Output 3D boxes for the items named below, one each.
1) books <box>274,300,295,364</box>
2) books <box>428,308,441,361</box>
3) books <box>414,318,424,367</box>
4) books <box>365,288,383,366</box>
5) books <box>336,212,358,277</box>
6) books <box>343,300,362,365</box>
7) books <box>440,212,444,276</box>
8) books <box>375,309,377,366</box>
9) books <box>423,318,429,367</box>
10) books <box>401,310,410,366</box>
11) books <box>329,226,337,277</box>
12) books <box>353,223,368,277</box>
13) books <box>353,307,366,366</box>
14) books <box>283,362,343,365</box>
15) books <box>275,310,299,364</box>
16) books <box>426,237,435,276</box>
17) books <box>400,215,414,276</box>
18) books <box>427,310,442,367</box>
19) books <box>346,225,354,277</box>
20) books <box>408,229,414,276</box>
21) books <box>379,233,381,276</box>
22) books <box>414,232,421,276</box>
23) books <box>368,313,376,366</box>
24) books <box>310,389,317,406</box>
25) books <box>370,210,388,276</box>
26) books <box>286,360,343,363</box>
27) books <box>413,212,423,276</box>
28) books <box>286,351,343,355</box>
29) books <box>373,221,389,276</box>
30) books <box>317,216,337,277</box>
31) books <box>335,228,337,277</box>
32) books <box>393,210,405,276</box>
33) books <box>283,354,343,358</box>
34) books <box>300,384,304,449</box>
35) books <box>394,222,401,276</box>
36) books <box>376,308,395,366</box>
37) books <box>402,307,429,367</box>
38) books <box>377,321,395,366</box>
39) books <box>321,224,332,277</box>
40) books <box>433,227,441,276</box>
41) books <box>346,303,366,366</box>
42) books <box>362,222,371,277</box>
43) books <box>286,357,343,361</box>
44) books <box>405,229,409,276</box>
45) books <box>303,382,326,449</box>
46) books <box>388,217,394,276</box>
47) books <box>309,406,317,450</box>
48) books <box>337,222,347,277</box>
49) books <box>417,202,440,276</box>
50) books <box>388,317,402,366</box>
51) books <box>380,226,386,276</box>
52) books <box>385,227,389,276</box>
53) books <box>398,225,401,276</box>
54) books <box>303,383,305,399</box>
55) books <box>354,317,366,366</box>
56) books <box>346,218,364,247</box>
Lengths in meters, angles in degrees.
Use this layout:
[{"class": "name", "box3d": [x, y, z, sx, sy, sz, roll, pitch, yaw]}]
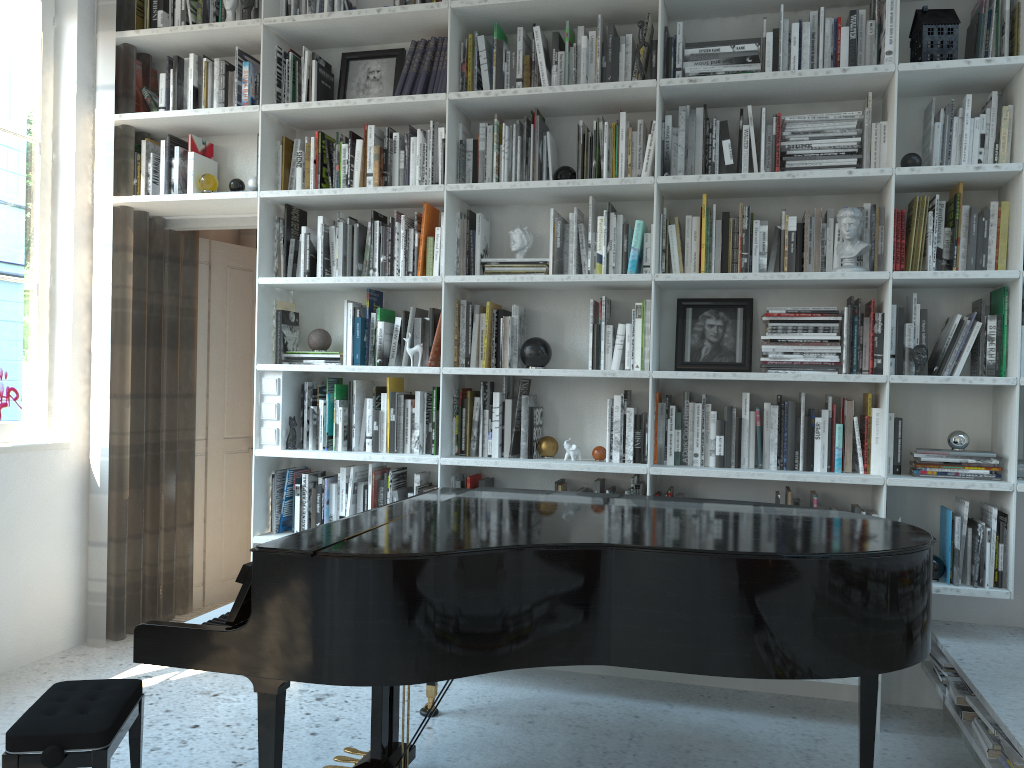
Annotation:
[{"class": "books", "box3d": [-1.025, -0.227, 3.995, 0.012, 0.285, 0.159, 1, 0, 15]}, {"class": "books", "box3d": [-0.320, -0.194, 3.803, 0.021, 0.251, 0.154, 1, 0, 15]}, {"class": "books", "box3d": [-0.375, -0.173, 3.804, 0.030, 0.207, 0.172, 1, 0, 15]}, {"class": "books", "box3d": [-0.603, -0.243, 3.884, 0.011, 0.336, 0.153, 1, 1, 15]}, {"class": "books", "box3d": [-0.725, -0.592, 3.901, 0.011, 0.293, 0.183, 1, 0, 15]}, {"class": "books", "box3d": [-0.699, -0.219, 3.898, 0.012, 0.285, 0.159, 1, 0, 15]}, {"class": "books", "box3d": [-0.268, -0.578, 3.795, 0.027, 0.286, 0.148, 1, 0, 15]}, {"class": "books", "box3d": [-0.559, -0.198, 3.872, 0.022, 0.249, 0.129, 1, 0, 15]}, {"class": "books", "box3d": [-0.345, -0.174, 3.806, 0.027, 0.209, 0.143, 1, 0, 15]}, {"class": "books", "box3d": [-0.448, -0.192, 3.846, 0.013, 0.242, 0.141, 1, 0, 15]}, {"class": "books", "box3d": [-0.763, -0.567, 3.933, 0.049, 0.243, 0.139, 1, 0, 15]}, {"class": "books", "box3d": [-0.645, -0.564, 3.881, 0.023, 0.242, 0.184, 1, 0, 15]}, {"class": "books", "box3d": [-0.654, -0.203, 3.893, 0.031, 0.255, 0.143, 1, 0, 15]}, {"class": "books", "box3d": [-0.852, -0.086, 3.943, 0.285, 0.012, 0.159, 1, 0, 18]}, {"class": "books", "box3d": [-1.009, -0.205, 3.981, 0.028, 0.243, 0.156, 1, 0, 15]}, {"class": "books", "box3d": [-0.328, -0.528, 3.806, 0.030, 0.183, 0.151, 1, 0, 15]}, {"class": "books", "box3d": [-0.444, -0.576, 3.824, 0.015, 0.275, 0.157, 1, 0, 15]}, {"class": "books", "box3d": [-0.280, -0.206, 3.752, 0.082, 0.276, 0.228, 1, 0, 15]}, {"class": "books", "box3d": [-0.679, -0.563, 3.882, 0.024, 0.237, 0.167, 1, 0, 15]}, {"class": "books", "box3d": [-0.412, -0.548, 3.834, 0.021, 0.221, 0.148, 1, 0, 15]}, {"class": "books", "box3d": [-0.543, -0.543, 3.866, 0.021, 0.205, 0.130, 1, 0, 15]}, {"class": "books", "box3d": [-0.384, -0.539, 3.816, 0.013, 0.203, 0.161, 1, 0, 15]}, {"class": "books", "box3d": [-0.583, -0.190, 3.886, 0.030, 0.231, 0.148, 1, 0, 15]}, {"class": "books", "box3d": [-0.850, 0.154, 3.931, 0.007, 0.264, 0.176, 1, 0, 15]}, {"class": "books", "box3d": [-0.581, -0.592, 3.865, 0.013, 0.300, 0.151, 1, 0, 15]}, {"class": "books", "box3d": [-0.851, -0.098, 3.948, 0.254, 0.012, 0.161, 1, 0, 16]}, {"class": "books", "box3d": [-0.392, -0.584, 3.834, 0.015, 0.293, 0.144, 1, 0, 15]}, {"class": "books", "box3d": [-0.850, -0.135, 3.947, 0.254, 0.012, 0.161, 1, 0, 16]}, {"class": "books", "box3d": [-0.563, -0.570, 3.870, 0.021, 0.256, 0.156, 1, 0, 15]}, {"class": "books", "box3d": [-0.812, -0.587, 3.930, 0.023, 0.281, 0.174, 1, 0, 15]}, {"class": "books", "box3d": [-0.737, -0.560, 3.906, 0.014, 0.230, 0.148, 1, 0, 15]}, {"class": "books", "box3d": [-0.488, -0.592, 3.860, 0.011, 0.304, 0.130, 1, 1, 15]}, {"class": "books", "box3d": [-0.852, -0.123, 3.941, 0.285, 0.012, 0.159, 1, 0, 19]}, {"class": "books", "box3d": [-0.903, 0.142, 3.965, 0.008, 0.285, 0.159, 1, 0, 15]}, {"class": "books", "box3d": [-0.479, -0.565, 3.853, 0.011, 0.252, 0.139, 1, 0, 15]}, {"class": "books", "box3d": [-0.547, -0.199, 3.850, 0.011, 0.250, 0.172, 1, 0, 15]}, {"class": "books", "box3d": [-0.416, -0.198, 3.822, 0.060, 0.255, 0.158, 1, 0, 15]}, {"class": "books", "box3d": [-0.532, -0.168, 3.833, 0.029, 0.190, 0.189, 1, 0, 15]}, {"class": "books", "box3d": [-0.798, -0.570, 3.917, 0.011, 0.246, 0.176, 1, 0, 15]}, {"class": "books", "box3d": [-0.298, -0.547, 3.798, 0.031, 0.223, 0.144, 1, 0, 15]}, {"class": "books", "box3d": [-0.682, -0.213, 3.893, 0.024, 0.273, 0.150, 1, 0, 15]}, {"class": "books", "box3d": [-0.606, -0.570, 3.889, 0.048, 0.256, 0.141, 1, 0, 15]}, {"class": "books", "box3d": [-0.851, -0.111, 3.943, 0.254, 0.012, 0.161, 1, 0, 12]}, {"class": "books", "box3d": [-0.429, -0.547, 3.834, 0.012, 0.217, 0.160, 1, 0, 15]}, {"class": "books", "box3d": [-0.879, 0.138, 3.950, 0.014, 0.294, 0.171, 1, 0, 15]}, {"class": "books", "box3d": [-0.503, -0.576, 3.848, 0.012, 0.272, 0.145, 1, 0, 15]}, {"class": "books", "box3d": [-0.842, 0.192, 3.912, 0.019, 0.189, 0.193, 1, 0, 15]}, {"class": "books", "box3d": [-0.712, -0.568, 3.889, 0.021, 0.247, 0.189, 1, 0, 15]}, {"class": "books", "box3d": [-0.359, -0.600, 3.810, 0.035, 0.325, 0.170, 1, 0, 15]}, {"class": "books", "box3d": [-0.482, -0.179, 3.855, 0.056, 0.214, 0.142, 1, 0, 15]}, {"class": "books", "box3d": [-0.530, -0.555, 3.848, 0.013, 0.229, 0.177, 1, 0, 15]}, {"class": "books", "box3d": [-0.514, -0.554, 3.856, 0.013, 0.228, 0.151, 1, 0, 15]}, {"class": "books", "box3d": [-0.458, -0.560, 3.857, 0.028, 0.242, 0.131, 1, 0, 15]}, {"class": "books", "box3d": [-0.892, 0.140, 3.961, 0.016, 0.289, 0.152, 1, 0, 15]}, {"class": "books", "box3d": [-0.632, -0.179, 3.858, 0.029, 0.208, 0.189, 1, 0, 15]}, {"class": "books", "box3d": [-0.691, -0.580, 3.902, 0.011, 0.271, 0.157, 1, 0, 15]}]
